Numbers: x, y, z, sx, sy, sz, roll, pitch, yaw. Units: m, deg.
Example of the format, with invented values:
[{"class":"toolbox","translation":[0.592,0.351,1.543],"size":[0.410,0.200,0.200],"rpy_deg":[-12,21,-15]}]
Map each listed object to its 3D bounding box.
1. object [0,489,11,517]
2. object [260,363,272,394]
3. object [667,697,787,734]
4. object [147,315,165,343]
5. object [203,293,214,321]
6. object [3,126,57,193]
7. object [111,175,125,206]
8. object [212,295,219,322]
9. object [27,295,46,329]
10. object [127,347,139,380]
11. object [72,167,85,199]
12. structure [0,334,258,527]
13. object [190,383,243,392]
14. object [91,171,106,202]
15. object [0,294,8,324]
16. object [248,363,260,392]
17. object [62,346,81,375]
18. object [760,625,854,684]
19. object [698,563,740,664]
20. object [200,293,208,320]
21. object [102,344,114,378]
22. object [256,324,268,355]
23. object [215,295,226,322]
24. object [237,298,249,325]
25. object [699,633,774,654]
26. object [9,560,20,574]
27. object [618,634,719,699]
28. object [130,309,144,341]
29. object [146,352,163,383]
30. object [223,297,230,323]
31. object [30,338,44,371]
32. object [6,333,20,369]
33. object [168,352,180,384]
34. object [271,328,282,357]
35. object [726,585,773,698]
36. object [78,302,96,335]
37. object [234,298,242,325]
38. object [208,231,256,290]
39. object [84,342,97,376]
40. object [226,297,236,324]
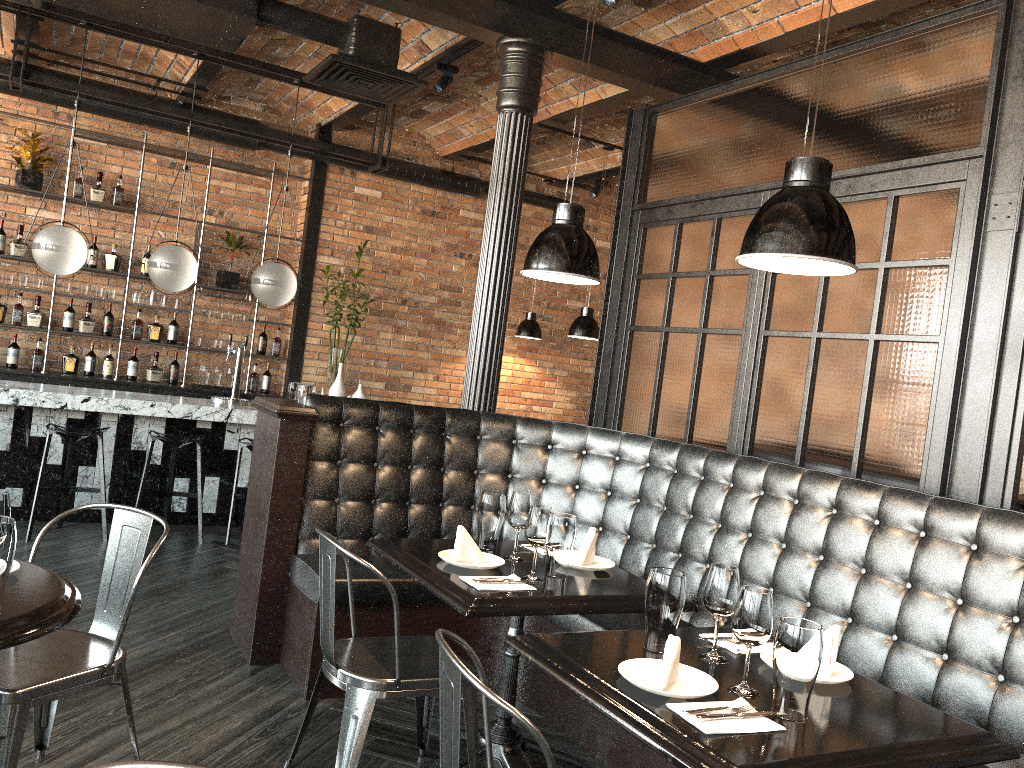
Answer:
[{"class":"object","translation":[-1.227,0.371,2.069],"size":[0.092,0.244,0.092],"rpy_deg":[7,1,-30]},{"class":"object","translation":[-2.375,-0.059,8.589],"size":[0.086,0.298,0.086],"rpy_deg":[8,1,20]},{"class":"object","translation":[0.476,0.708,1.907],"size":[0.255,0.019,0.157],"rpy_deg":[7,1,-23]},{"class":"object","translation":[-3.240,-0.503,8.062],"size":[0.151,0.248,0.094],"rpy_deg":[7,1,-20]},{"class":"object","translation":[-2.800,-0.711,8.180],"size":[0.092,0.244,0.092],"rpy_deg":[8,1,10]},{"class":"object","translation":[-4.089,-1.898,7.518],"size":[0.425,0.526,0.430],"rpy_deg":[7,1,-27]},{"class":"object","translation":[-3.476,-1.701,7.828],"size":[0.083,0.282,0.083],"rpy_deg":[6,1,-44]},{"class":"object","translation":[-2.783,-0.712,8.377],"size":[0.092,0.244,0.092],"rpy_deg":[8,1,10]},{"class":"object","translation":[-4.065,-0.617,7.586],"size":[0.123,0.279,0.123],"rpy_deg":[7,1,-15]},{"class":"object","translation":[-3.415,-0.184,8.003],"size":[0.086,0.298,0.086],"rpy_deg":[8,1,20]},{"class":"object","translation":[-3.748,-1.734,7.677],"size":[0.083,0.282,0.083],"rpy_deg":[7,1,-29]},{"class":"structure","translation":[-3.436,0.173,6.668],"size":[5.346,1.430,1.930],"rpy_deg":[7,1,-29]},{"class":"object","translation":[-2.766,0.036,8.306],"size":[0.437,0.019,0.273],"rpy_deg":[7,1,-29]},{"class":"object","translation":[-3.614,-1.715,7.753],"size":[0.123,0.279,0.123],"rpy_deg":[7,1,-25]},{"class":"object","translation":[-4.328,-0.633,7.456],"size":[0.151,0.248,0.094],"rpy_deg":[7,1,-40]},{"class":"object","translation":[-2.478,-0.064,8.517],"size":[0.083,0.282,0.083],"rpy_deg":[6,1,-44]},{"class":"object","translation":[-3.853,-0.210,7.753],"size":[0.151,0.248,0.094],"rpy_deg":[7,1,-20]},{"class":"object","translation":[0.769,0.684,2.301],"size":[0.232,0.139,0.232],"rpy_deg":[8,1,32]},{"class":"object","translation":[0.540,0.596,2.312],"size":[0.092,0.244,0.092],"rpy_deg":[7,1,-12]},{"class":"object","translation":[-2.879,-0.723,8.324],"size":[0.092,0.244,0.092],"rpy_deg":[8,1,10]},{"class":"object","translation":[-3.589,-0.204,7.898],"size":[0.080,0.299,0.080],"rpy_deg":[7,1,-27]},{"class":"object","translation":[-2.396,-0.429,8.533],"size":[0.086,0.299,0.086],"rpy_deg":[8,1,20]},{"class":"object","translation":[-2.704,-0.699,8.233],"size":[0.092,0.244,0.092],"rpy_deg":[8,1,10]},{"class":"object","translation":[-2.528,-0.678,8.331],"size":[0.092,0.244,0.092],"rpy_deg":[8,1,10]},{"class":"object","translation":[0.637,0.720,2.488],"size":[0.255,0.019,0.157],"rpy_deg":[7,1,-28]},{"class":"object","translation":[-1.357,0.411,2.220],"size":[0.232,0.139,0.232],"rpy_deg":[8,1,31]},{"class":"object","translation":[0.369,0.637,2.065],"size":[0.232,0.139,0.232],"rpy_deg":[6,1,-44]},{"class":"object","translation":[-3.371,-0.537,7.988],"size":[0.083,0.282,0.083],"rpy_deg":[6,1,-44]},{"class":"object","translation":[-3.249,-0.153,8.072],"size":[0.123,0.279,0.123],"rpy_deg":[7,1,-40]},{"class":"object","translation":[-2.697,-0.701,8.425],"size":[0.092,0.244,0.092],"rpy_deg":[8,1,10]},{"class":"object","translation":[-4.077,-0.255,7.627],"size":[0.083,0.282,0.083],"rpy_deg":[6,1,-44]},{"class":"object","translation":[-4.239,-0.283,7.545],"size":[0.086,0.298,0.086],"rpy_deg":[8,1,20]},{"class":"object","translation":[-3.108,-0.148,8.169],"size":[0.086,0.299,0.086],"rpy_deg":[8,1,20]},{"class":"object","translation":[-2.278,-0.406,8.596],"size":[0.083,0.282,0.083],"rpy_deg":[7,1,-19]},{"class":"object","translation":[0.559,0.602,2.081],"size":[0.092,0.244,0.092],"rpy_deg":[8,1,22]},{"class":"object","translation":[-3.723,-0.576,7.777],"size":[0.123,0.279,0.123],"rpy_deg":[7,1,-40]},{"class":"object","translation":[-2.607,-0.691,8.475],"size":[0.092,0.244,0.092],"rpy_deg":[8,1,10]},{"class":"object","translation":[-2.615,-1.158,8.307],"size":[0.398,0.560,0.374],"rpy_deg":[8,1,33]},{"class":"object","translation":[-3.722,-0.220,7.839],"size":[0.086,0.298,0.086],"rpy_deg":[8,1,20]},{"class":"object","translation":[-2.618,-0.689,8.281],"size":[0.092,0.244,0.092],"rpy_deg":[8,1,10]}]
